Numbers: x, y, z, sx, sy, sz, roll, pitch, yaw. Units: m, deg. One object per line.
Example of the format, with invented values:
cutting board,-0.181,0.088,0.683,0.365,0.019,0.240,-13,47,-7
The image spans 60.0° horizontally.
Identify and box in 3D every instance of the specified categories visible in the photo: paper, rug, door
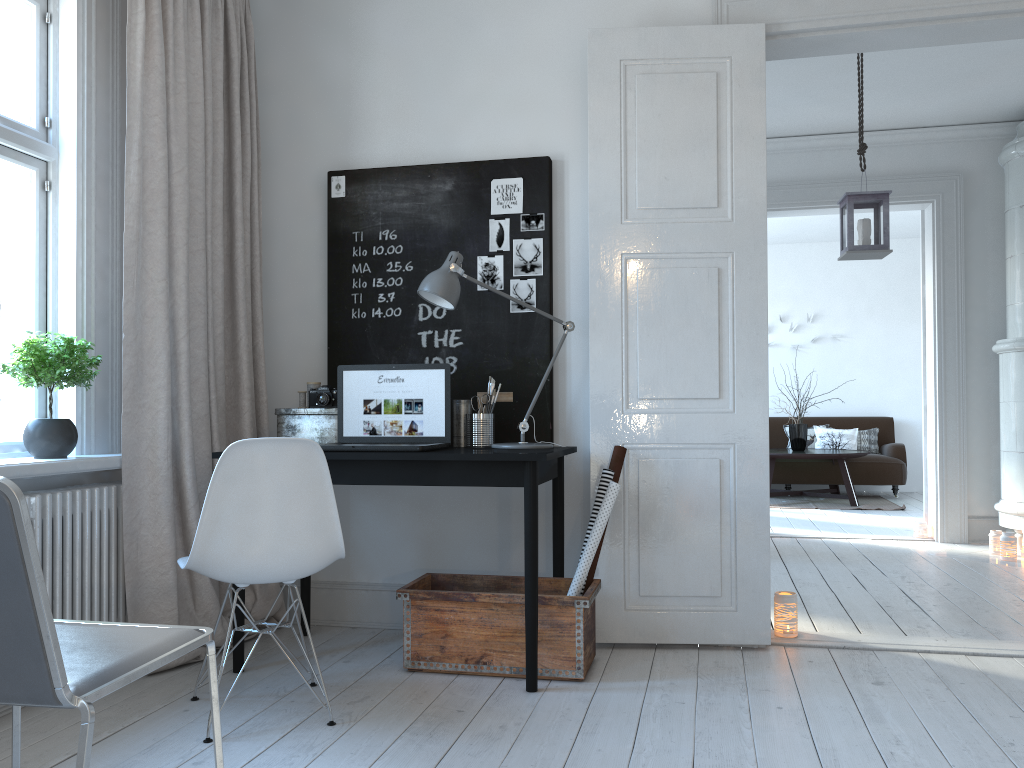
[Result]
paper,0.245,0.655,3.100,0.283,0.626,0.041,0,-1,-9
paper,0.258,0.640,3.158,0.266,0.669,0.043,0,-1,-32
rug,2.871,1.141,8.826,1.710,0.055,1.456,-1,-2,13
door,1.618,-0.260,3.354,2.599,2.504,0.578,-1,-1,13
paper,0.299,0.599,3.221,0.297,0.746,0.048,0,-1,-32
door,2.274,-0.165,6.297,2.599,2.504,0.578,-1,-1,13

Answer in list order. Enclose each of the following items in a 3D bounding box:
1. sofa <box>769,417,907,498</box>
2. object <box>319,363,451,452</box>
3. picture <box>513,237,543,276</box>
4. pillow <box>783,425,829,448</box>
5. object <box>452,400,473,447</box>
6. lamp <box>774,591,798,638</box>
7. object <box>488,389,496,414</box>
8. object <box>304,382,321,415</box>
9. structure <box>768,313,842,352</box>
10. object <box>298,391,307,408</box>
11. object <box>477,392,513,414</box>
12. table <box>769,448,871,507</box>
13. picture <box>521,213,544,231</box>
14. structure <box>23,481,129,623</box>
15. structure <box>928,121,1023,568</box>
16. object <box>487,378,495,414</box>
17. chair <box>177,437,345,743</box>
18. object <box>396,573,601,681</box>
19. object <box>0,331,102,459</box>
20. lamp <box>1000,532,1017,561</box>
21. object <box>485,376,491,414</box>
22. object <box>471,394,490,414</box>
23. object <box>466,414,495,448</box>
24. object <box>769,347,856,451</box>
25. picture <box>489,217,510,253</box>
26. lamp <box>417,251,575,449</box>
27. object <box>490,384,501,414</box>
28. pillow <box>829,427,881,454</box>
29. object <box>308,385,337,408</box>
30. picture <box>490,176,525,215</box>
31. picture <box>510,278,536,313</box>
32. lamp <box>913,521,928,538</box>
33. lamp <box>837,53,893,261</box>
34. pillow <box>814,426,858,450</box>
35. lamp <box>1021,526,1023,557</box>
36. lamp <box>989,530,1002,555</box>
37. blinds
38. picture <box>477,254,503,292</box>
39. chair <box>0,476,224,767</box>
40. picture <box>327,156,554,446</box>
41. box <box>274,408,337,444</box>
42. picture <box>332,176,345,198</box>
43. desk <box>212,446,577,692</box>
sofa,3.041,0.768,9.575,2.165,0.824,0.969,-1,-2,13
object,-0.476,0.079,3.150,0.445,0.315,0.325,-1,-1,13
picture,0.063,-0.507,3.530,0.121,0.152,0.002,-1,-1,13
pillow,3.191,0.613,9.614,0.473,0.347,0.158,-1,-1,11
object,-0.192,0.156,3.440,0.079,0.188,0.079,0,-1,-8
lamp,1.072,0.902,3.472,0.089,0.166,0.089,0,-1,5
object,-0.090,0.128,3.350,0.009,0.221,0.082,-1,-1,42
object,-0.797,0.057,3.462,0.056,0.130,0.167,0,-2,11
structure,3.193,-0.560,10.035,1.025,0.478,0.085,-1,-1,13
object,-0.836,0.063,3.538,0.040,0.069,0.040,0,-1,0
object,-0.063,0.135,3.393,0.138,0.209,0.034,0,-1,-7
table,2.863,0.915,8.804,1.300,0.503,1.300,0,-2,3
picture,0.082,-0.646,3.529,0.095,0.071,0.001,-1,-1,13
structure,-1.541,0.597,2.494,0.195,0.547,1.506,0,-2,13
structure,3.309,-0.275,5.512,1.248,2.826,0.800,0,-1,-32
object,-0.091,0.106,3.360,0.062,0.264,0.012,0,-1,-35
chair,-0.738,0.564,2.634,0.474,0.824,0.554,0,-1,-22
object,-0.036,0.849,3.129,0.665,0.282,0.339,-1,-2,13
object,-1.472,0.032,2.818,0.309,0.407,0.272,0,-1,-27
lamp,2.947,0.963,5.263,0.089,0.166,0.089,-1,-1,14
object,-0.096,0.103,3.361,0.008,0.267,0.060,-1,-1,29
object,-0.128,0.137,3.364,0.081,0.198,0.050,-1,-1,38
object,-0.120,0.177,3.350,0.108,0.128,0.108,-1,-1,28
object,2.952,0.132,8.731,0.845,1.065,0.525,0,-1,-17
picture,-0.050,-0.598,3.558,0.083,0.146,0.002,-1,-1,13
lamp,-0.051,-0.119,3.271,0.617,0.716,0.230,0,-1,-17
object,-0.080,0.118,3.343,0.084,0.240,0.009,0,-1,-10
pillow,3.681,0.612,9.542,0.542,0.287,0.183,-1,-1,13
object,-0.719,0.048,3.376,0.137,0.087,0.073,-1,-1,13
picture,-0.019,-0.758,3.552,0.147,0.154,0.004,-1,-1,13
picture,0.044,-0.354,3.532,0.103,0.136,0.001,-1,-1,13
lamp,2.843,1.014,6.166,0.093,0.110,0.093,-1,-2,30
lamp,1.857,-1.554,4.697,0.228,1.761,0.228,0,-1,9
pillow,3.460,0.598,9.477,0.471,0.309,0.188,-1,-1,13
lamp,3.130,0.944,5.358,0.098,0.210,0.098,-1,-1,17
lamp,2.999,0.981,5.488,0.084,0.146,0.084,-1,-1,17
blinds,-1.121,-0.323,3.323,0.225,2.646,0.831,0,-1,12
picture,-0.087,-0.445,3.563,0.107,0.150,0.001,-1,-1,13
chair,-0.872,0.544,1.588,0.562,0.797,0.525,-1,-1,13
picture,-0.306,-0.316,3.641,0.953,1.172,0.064,-1,-1,13
box,-0.757,0.171,3.476,0.317,0.152,0.193,-1,-2,13
picture,-0.727,-0.826,3.713,0.061,0.088,0.004,0,-1,9
desk,-0.385,0.616,3.210,1.159,0.759,0.651,-1,-1,13
